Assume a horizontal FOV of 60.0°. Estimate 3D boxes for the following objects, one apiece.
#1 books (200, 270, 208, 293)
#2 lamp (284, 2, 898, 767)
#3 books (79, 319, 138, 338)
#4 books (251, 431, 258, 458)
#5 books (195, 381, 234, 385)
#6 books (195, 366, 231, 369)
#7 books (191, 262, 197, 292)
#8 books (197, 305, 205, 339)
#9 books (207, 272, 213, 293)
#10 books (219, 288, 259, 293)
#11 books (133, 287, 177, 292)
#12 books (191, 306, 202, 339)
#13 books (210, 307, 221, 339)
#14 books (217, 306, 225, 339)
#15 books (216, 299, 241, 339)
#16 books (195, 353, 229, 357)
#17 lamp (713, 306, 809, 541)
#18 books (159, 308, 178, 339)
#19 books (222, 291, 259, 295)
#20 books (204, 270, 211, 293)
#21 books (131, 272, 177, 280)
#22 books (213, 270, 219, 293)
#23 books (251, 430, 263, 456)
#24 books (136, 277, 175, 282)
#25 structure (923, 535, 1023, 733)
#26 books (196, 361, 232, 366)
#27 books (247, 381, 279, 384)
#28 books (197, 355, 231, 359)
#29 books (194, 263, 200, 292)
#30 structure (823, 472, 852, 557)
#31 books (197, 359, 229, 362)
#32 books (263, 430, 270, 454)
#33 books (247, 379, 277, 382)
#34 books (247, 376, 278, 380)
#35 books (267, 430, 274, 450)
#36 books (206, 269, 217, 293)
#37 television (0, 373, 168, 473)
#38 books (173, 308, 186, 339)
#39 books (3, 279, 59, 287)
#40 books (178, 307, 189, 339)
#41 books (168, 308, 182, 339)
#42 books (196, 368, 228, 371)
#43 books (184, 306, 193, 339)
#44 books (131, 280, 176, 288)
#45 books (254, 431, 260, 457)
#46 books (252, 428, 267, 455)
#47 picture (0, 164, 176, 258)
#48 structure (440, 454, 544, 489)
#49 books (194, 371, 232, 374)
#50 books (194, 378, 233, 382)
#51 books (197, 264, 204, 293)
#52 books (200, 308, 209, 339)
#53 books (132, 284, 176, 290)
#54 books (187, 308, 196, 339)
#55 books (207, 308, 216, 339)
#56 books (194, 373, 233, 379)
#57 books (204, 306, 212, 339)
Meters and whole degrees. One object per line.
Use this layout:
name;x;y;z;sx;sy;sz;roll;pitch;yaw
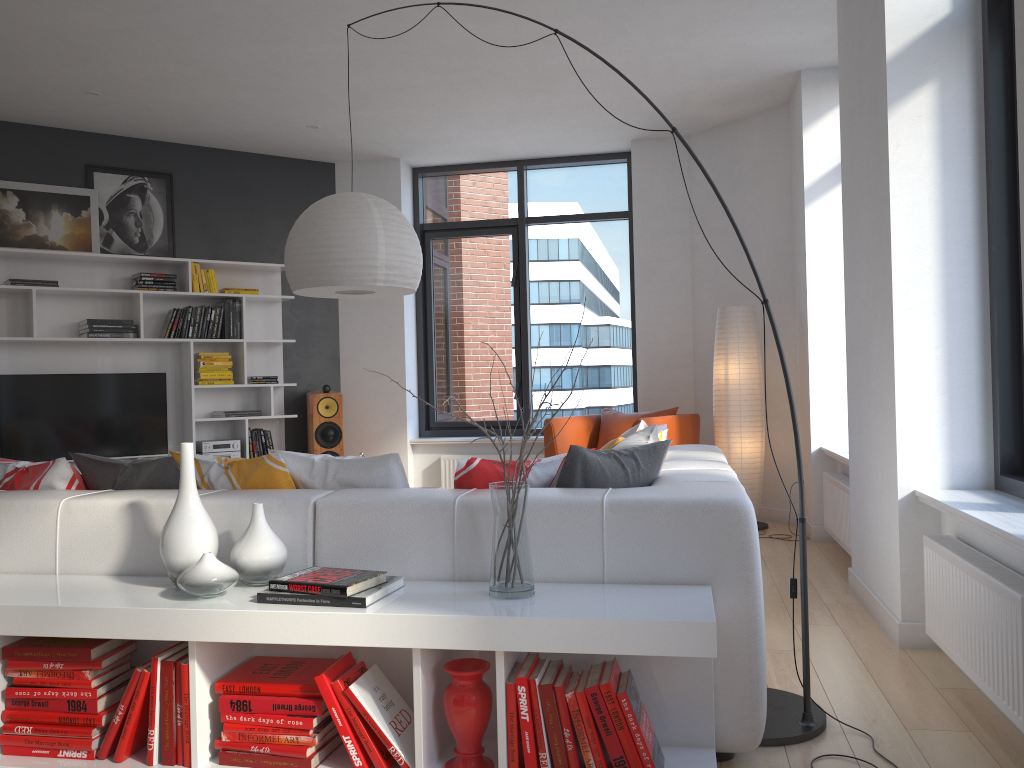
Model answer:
books;-2.374;-0.779;6.794;0.054;0.180;0.132;-1;0;-34
lamp;0.241;-0.290;2.998;0.710;2.647;3.199;-1;0;-43
books;-2.950;-0.393;6.479;0.343;0.137;0.277;-1;0;-39
books;-2.066;0.489;7.015;0.053;0.240;0.189;-1;0;-34
books;-2.312;-0.005;6.883;0.257;0.028;0.194;-1;0;-29
books;-2.330;-0.129;6.903;0.239;0.019;0.171;-1;0;-34
books;-2.441;-0.802;6.742;0.041;0.229;0.161;-1;0;-35
books;-2.411;-0.467;6.811;0.066;0.260;0.197;-1;0;-34
books;-2.331;-0.770;6.800;0.046;0.161;0.108;-1;0;-35
books;-2.156;-0.733;6.995;0.257;0.024;0.203;-1;0;-31
books;-2.682;-0.697;6.650;0.284;0.030;0.214;-1;0;-31
books;-2.438;-0.461;6.791;0.084;0.249;0.191;-1;0;-34
books;-2.319;-0.464;6.869;0.084;0.249;0.191;-1;0;-34
books;-2.292;-0.470;6.889;0.066;0.260;0.197;-1;0;-34
books;-2.227;-0.496;6.967;0.128;0.321;0.259;-1;0;-34
books;-2.341;-0.229;6.921;0.223;0.023;0.163;-1;0;-30
lamp;1.645;0.233;6.024;0.502;1.550;0.804;-1;0;-29
books;-2.591;-0.450;6.684;0.104;0.234;0.182;-1;0;-34
books;-2.148;-0.708;6.990;0.257;0.028;0.194;-1;0;-29
books;-2.353;-0.779;6.799;0.044;0.178;0.128;-1;0;-34
books;-2.687;-0.802;6.658;0.266;0.030;0.209;-1;0;-41
books;-2.305;-0.783;6.845;0.044;0.184;0.142;-1;0;-33
books;-2.020;0.485;7.029;0.050;0.242;0.169;-1;0;-35
books;-2.678;-0.776;6.650;0.246;0.026;0.180;-1;0;-32
structure;1.443;0.771;2.684;0.110;0.460;1.015;-2;0;11
books;-2.321;-0.155;6.907;0.239;0.033;0.176;-1;0;-31
books;-1.985;-0.010;7.054;0.213;0.023;0.161;-1;0;-31
books;-2.320;-0.207;6.907;0.223;0.023;0.163;-1;0;-30
books;-2.432;-0.800;6.770;0.041;0.224;0.163;-1;0;-36
structure;1.876;0.768;4.947;0.110;0.460;1.015;-2;0;11
books;-2.328;-0.183;6.906;0.227;0.022;0.160;-1;0;-19
books;-1.973;0.484;7.065;0.066;0.242;0.177;-1;0;-34
books;-1.988;-0.029;7.056;0.198;0.015;0.142;-1;0;-36
books;-1.995;-0.048;7.069;0.213;0.023;0.161;-1;0;-31
books;-1.963;0.488;7.110;0.077;0.233;0.179;-1;0;-34
books;-2.320;-0.782;6.825;0.064;0.184;0.141;-1;0;-33
television;-3.070;0.278;6.406;1.102;0.704;0.207;-1;0;-34
books;-2.532;-0.451;6.713;0.081;0.233;0.169;-1;0;-35
books;-3.357;-0.690;6.186;0.310;0.047;0.250;-1;0;-39
books;-2.497;-0.455;6.722;0.069;0.242;0.172;-1;0;-33
books;-2.566;-0.449;6.707;0.096;0.234;0.187;-1;0;-34
books;-2.330;-0.109;6.882;0.217;0.023;0.145;-1;0;-30
books;-2.492;-0.462;6.757;0.075;0.254;0.192;-1;0;-35
books;-2.695;-0.747;6.670;0.284;0.030;0.214;-1;0;-31
books;-2.042;0.489;7.023;0.049;0.236;0.170;-1;0;-34
books;-2.002;0.479;7.055;0.066;0.255;0.193;-1;0;-35
picture;-3.142;-1.270;6.508;1.279;0.707;0.076;-1;0;-34
structure;0.126;0.821;7.446;1.474;0.460;0.110;-2;0;11
books;-2.333;-0.092;6.904;0.251;0.014;0.189;-1;0;-31
books;-2.319;-0.030;6.889;0.257;0.024;0.203;-1;0;-31
books;-2.412;-0.800;6.794;0.054;0.224;0.164;-1;0;-35
books;-2.377;-0.458;6.800;0.069;0.242;0.172;-1;0;-33
books;-2.686;-0.722;6.652;0.264;0.020;0.189;-1;0;-36
books;-2.467;-0.456;6.767;0.068;0.243;0.179;-1;0;-36
books;-2.344;-0.461;6.838;0.071;0.243;0.179;-1;0;-35
books;-2.322;-0.064;6.893;0.243;0.042;0.189;-1;0;-34
books;-2.373;-0.465;6.835;0.075;0.254;0.192;-1;0;-35
